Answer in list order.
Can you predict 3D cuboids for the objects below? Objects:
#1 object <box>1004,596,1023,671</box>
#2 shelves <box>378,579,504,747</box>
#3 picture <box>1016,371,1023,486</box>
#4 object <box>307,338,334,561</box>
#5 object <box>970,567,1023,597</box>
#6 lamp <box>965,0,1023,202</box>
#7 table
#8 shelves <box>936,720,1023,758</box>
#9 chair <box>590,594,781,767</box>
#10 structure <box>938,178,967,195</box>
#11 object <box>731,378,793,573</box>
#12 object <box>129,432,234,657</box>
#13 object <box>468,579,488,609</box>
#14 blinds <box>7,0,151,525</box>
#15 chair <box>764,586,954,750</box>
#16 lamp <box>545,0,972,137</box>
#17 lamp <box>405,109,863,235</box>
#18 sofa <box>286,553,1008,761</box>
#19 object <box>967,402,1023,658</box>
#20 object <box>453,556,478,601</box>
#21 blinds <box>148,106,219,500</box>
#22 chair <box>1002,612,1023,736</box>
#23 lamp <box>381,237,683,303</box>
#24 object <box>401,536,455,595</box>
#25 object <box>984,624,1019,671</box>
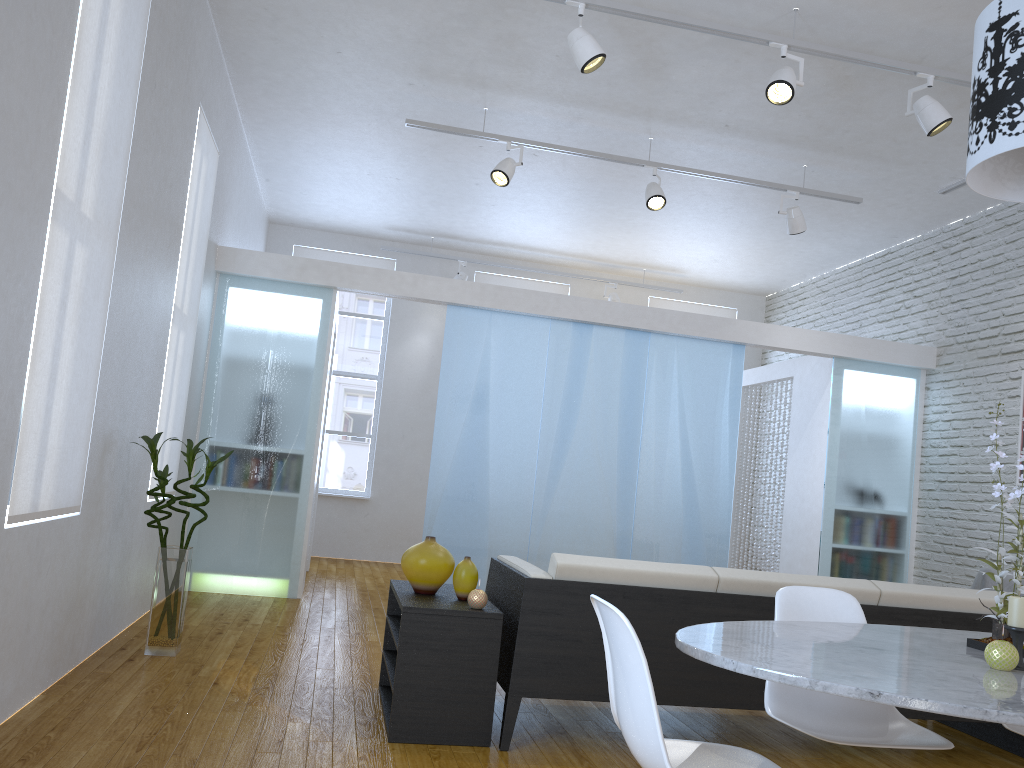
[{"bbox_3d":[1.061,0.505,1.855,0.059,0.176,0.059,8,-5,-25],"label":"object"},{"bbox_3d":[-0.292,1.029,3.370,0.349,0.450,0.731,7,-6,-10],"label":"shelves"},{"bbox_3d":[3.461,0.251,5.439,0.010,0.767,0.922,7,-6,-10],"label":"picture"},{"bbox_3d":[-1.553,0.520,7.059,0.051,2.010,0.925,7,-5,-11],"label":"object"},{"bbox_3d":[2.861,1.414,5.035,0.644,0.685,0.637,3,-6,28],"label":"object"},{"bbox_3d":[1.296,-1.223,2.007,0.400,1.534,0.399,10,-7,-44],"label":"lamp"},{"bbox_3d":[1.243,0.930,1.884,1.911,0.621,1.073,7,-6,-11],"label":"table"},{"bbox_3d":[2.235,1.336,3.849,0.349,0.450,0.731,7,-6,-10],"label":"shelves"},{"bbox_3d":[0.355,0.610,1.723,0.419,0.351,0.406,7,-6,-9],"label":"chair"},{"bbox_3d":[3.367,-1.443,4.273,0.053,0.182,3.914,7,-6,-10],"label":"structure"},{"bbox_3d":[2.188,0.975,7.767,0.051,2.010,0.925,7,-5,-11],"label":"object"},{"bbox_3d":[-1.552,0.702,3.937,0.381,0.977,0.484,10,-6,-38],"label":"object"},{"bbox_3d":[-0.119,0.739,3.128,0.071,0.104,0.071,4,-5,16],"label":"object"},{"bbox_3d":[-1.459,-0.595,3.064,0.007,2.105,0.763,7,-5,-10],"label":"blinds"},{"bbox_3d":[0.866,0.721,2.256,0.406,0.351,0.420,7,-6,-11],"label":"chair"},{"bbox_3d":[1.150,-1.523,4.090,3.120,0.485,0.223,7,-5,-11],"label":"lamp"},{"bbox_3d":[0.858,-1.365,5.755,3.120,0.485,0.205,7,-5,-13],"label":"lamp"},{"bbox_3d":[0.846,1.144,4.299,5.340,0.677,9.746,7,-6,-10],"label":"sofa"},{"bbox_3d":[1.184,0.316,2.080,0.166,0.636,0.202,4,-5,18],"label":"object"},{"bbox_3d":[-0.174,0.727,3.316,0.095,0.160,0.096,3,-6,31],"label":"object"},{"bbox_3d":[-1.841,-0.414,5.009,0.007,2.106,0.763,7,-5,-10],"label":"blinds"},{"bbox_3d":[1.534,0.800,2.360,0.406,0.351,0.420,6,-6,-7],"label":"chair"},{"bbox_3d":[0.235,-1.071,8.921,3.120,0.485,0.198,7,-5,-12],"label":"lamp"},{"bbox_3d":[-0.322,0.693,3.397,0.207,0.215,0.208,2,-6,31],"label":"object"},{"bbox_3d":[1.003,0.538,1.815,0.063,0.091,0.063,2,-6,37],"label":"object"}]
